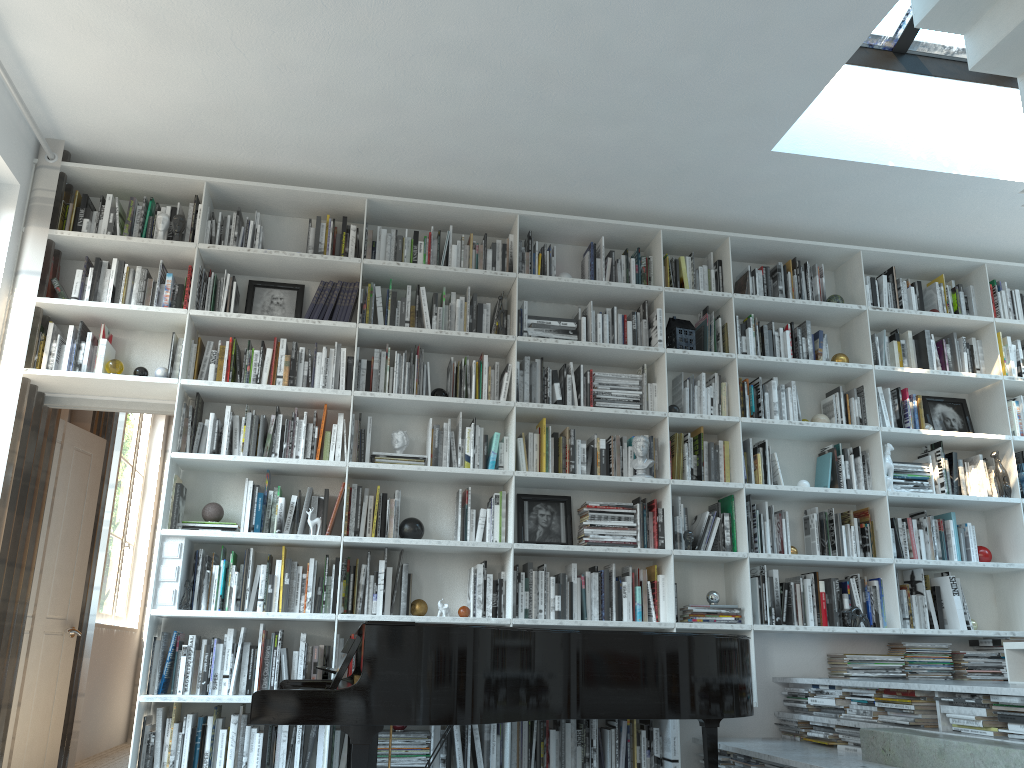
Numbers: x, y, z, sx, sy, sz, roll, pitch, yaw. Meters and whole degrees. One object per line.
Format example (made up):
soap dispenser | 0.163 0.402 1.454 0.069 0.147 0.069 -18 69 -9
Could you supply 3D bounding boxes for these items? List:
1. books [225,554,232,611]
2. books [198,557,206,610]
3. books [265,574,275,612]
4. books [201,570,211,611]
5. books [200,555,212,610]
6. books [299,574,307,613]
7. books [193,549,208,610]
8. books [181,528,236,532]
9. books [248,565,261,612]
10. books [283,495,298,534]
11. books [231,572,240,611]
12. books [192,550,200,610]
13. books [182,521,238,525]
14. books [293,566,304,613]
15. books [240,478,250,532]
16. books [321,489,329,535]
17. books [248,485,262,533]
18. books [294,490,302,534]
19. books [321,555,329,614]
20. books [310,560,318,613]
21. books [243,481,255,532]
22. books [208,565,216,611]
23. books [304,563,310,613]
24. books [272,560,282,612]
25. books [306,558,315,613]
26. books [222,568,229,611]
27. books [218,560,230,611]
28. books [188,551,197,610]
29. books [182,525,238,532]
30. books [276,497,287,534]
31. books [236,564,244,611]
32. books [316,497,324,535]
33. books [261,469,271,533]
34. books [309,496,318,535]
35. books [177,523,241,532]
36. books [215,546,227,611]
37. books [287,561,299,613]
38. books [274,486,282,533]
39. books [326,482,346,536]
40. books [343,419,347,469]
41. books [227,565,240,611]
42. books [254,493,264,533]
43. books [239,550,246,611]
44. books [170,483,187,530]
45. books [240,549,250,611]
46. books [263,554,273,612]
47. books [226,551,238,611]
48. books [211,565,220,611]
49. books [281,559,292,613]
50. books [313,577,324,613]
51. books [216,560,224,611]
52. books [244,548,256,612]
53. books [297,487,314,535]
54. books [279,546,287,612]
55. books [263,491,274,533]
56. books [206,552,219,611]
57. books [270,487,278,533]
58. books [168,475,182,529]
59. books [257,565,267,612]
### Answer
books | -1.376 0.978 4.336 0.009 0.277 0.158 4 -17 -10
books | -1.499 0.981 4.317 0.022 0.256 0.142 4 -17 -10
books | -1.178 1.033 4.339 0.029 0.181 0.190 4 -17 -10
books | -1.466 1.005 4.278 0.019 0.188 0.194 4 -17 -10
books | -1.481 0.973 4.302 0.007 0.263 0.177 4 -17 -10
books | -1.032 1.044 4.388 0.023 0.193 0.140 4 -17 -10
books | -1.515 0.959 4.311 0.014 0.293 0.172 4 -17 -10
books | -1.491 0.736 4.389 0.254 0.012 0.161 4 -18 -9
books | -1.259 1.012 4.359 0.045 0.229 0.138 4 -17 -10
books | -1.119 0.679 4.482 0.056 0.213 0.143 4 -17 -10
books | -1.339 1.017 4.309 0.016 0.188 0.184 4 -17 -10
books | -1.531 0.962 4.315 0.016 0.288 0.153 4 -17 -10
books | -1.490 0.701 4.399 0.254 0.012 0.161 4 -18 -9
books | -1.056 1.024 4.386 0.025 0.228 0.153 4 -17 -10
books | -1.334 0.626 4.443 0.012 0.284 0.160 4 -17 -10
books | -0.950 0.671 4.508 0.021 0.250 0.154 4 -17 -10
books | -1.291 0.645 4.452 0.031 0.254 0.143 4 -17 -10
books | -1.084 0.668 4.492 0.013 0.241 0.142 4 -17 -10
books | -0.925 1.001 4.397 0.014 0.285 0.180 4 -17 -10
books | -0.983 1.015 4.403 0.013 0.259 0.143 4 -17 -10
books | -1.316 0.633 4.443 0.024 0.272 0.151 4 -17 -10
books | -1.446 1.000 4.312 0.015 0.217 0.177 4 -17 -10
books | -1.015 1.019 4.394 0.010 0.245 0.160 4 -17 -10
books | -1.152 1.003 4.364 0.026 0.253 0.177 4 -17 -10
books | -0.996 1.006 4.383 0.021 0.264 0.186 4 -17 -10
books | -1.391 1.011 4.333 0.016 0.210 0.146 4 -17 -10
books | -1.397 0.986 4.306 0.009 0.243 0.185 4 -17 -10
books | -1.544 0.964 4.314 0.008 0.284 0.160 4 -17 -10
books | -1.490 0.723 4.388 0.254 0.012 0.161 5 -18 -13
books | -1.154 0.678 4.440 0.029 0.189 0.189 4 -17 -10
books | -1.329 1.008 4.350 0.016 0.230 0.136 4 -17 -10
books | -0.974 0.688 4.495 0.027 0.209 0.144 4 -17 -10
books | -1.241 0.612 4.477 0.011 0.334 0.154 4 -17 -10
books | -1.000 0.684 4.481 0.030 0.207 0.173 4 -17 -10
books | -1.489 0.711 4.389 0.285 0.012 0.160 3 -17 -6
books | -1.420 0.955 4.327 0.006 0.314 0.146 4 -17 -10
books | -1.079 1.009 4.371 0.028 0.248 0.159 4 -17 -10
books | -1.176 0.651 4.457 0.011 0.249 0.172 4 -17 -10
books | -0.892 0.651 4.483 0.082 0.275 0.229 4 -17 -10
books | -0.872 0.325 4.635 0.036 0.256 0.123 4 -17 -10
books | -1.355 1.002 4.315 0.015 0.218 0.190 4 -17 -10
books | -1.256 0.661 4.423 0.029 0.207 0.190 4 -17 -10
books | -1.316 0.977 4.364 0.009 0.298 0.141 4 -17 -10
books | -1.649 0.624 4.383 0.028 0.242 0.157 4 -17 -10
books | -1.296 0.967 4.333 0.019 0.299 0.180 4 -17 -10
books | -1.200 0.986 4.359 0.014 0.281 0.150 4 -17 -10
books | -1.364 0.968 4.317 0.007 0.285 0.183 4 -17 -10
books | -1.430 0.998 4.303 0.015 0.216 0.180 4 -17 -10
books | -1.105 1.000 4.363 0.028 0.259 0.181 4 -17 -10
books | -0.957 1.054 4.396 0.041 0.181 0.142 4 -17 -10
books | -1.410 0.989 4.317 0.014 0.242 0.171 4 -17 -10
books | -1.283 0.968 4.347 0.012 0.305 0.190 4 -17 -10
books | -1.045 0.660 4.487 0.060 0.254 0.159 4 -17 -10
books | -1.130 0.971 4.375 0.021 0.321 0.172 4 -17 -10
books | -1.223 0.665 4.471 0.030 0.230 0.148 4 -17 -10
books | -1.456 0.968 4.313 0.008 0.279 0.165 4 -17 -10
books | -1.196 0.656 4.472 0.022 0.248 0.129 4 -17 -10
books | -1.670 0.605 4.395 0.012 0.284 0.160 4 -17 -10
books | -1.220 1.010 4.349 0.027 0.229 0.159 4 -17 -10
